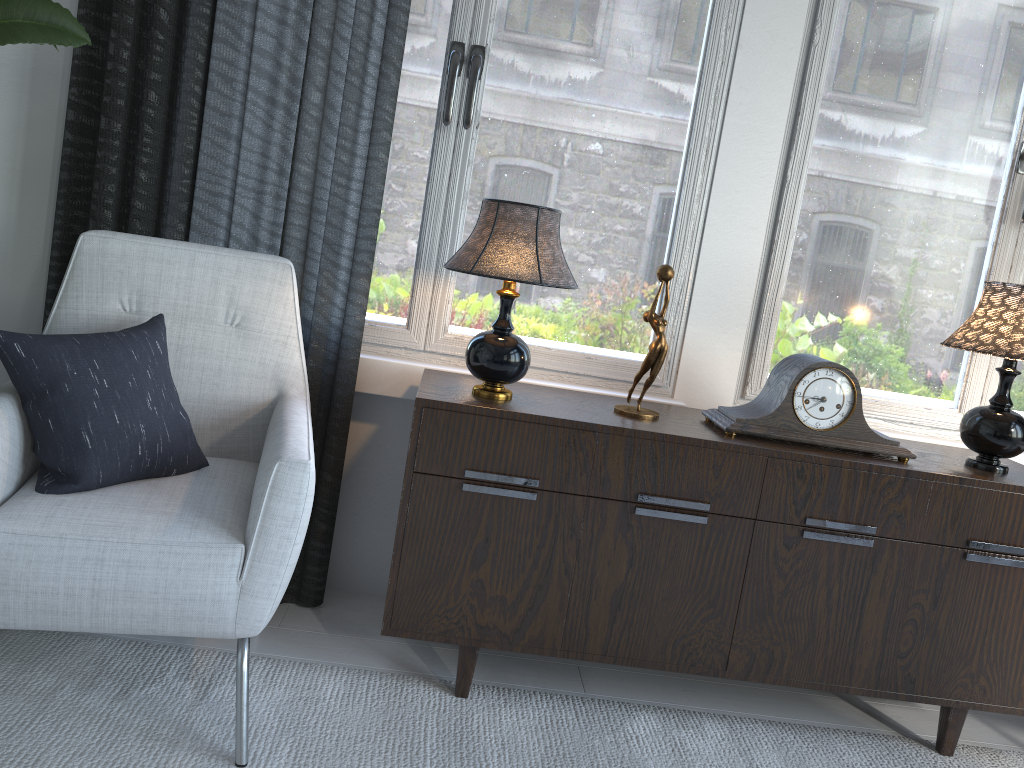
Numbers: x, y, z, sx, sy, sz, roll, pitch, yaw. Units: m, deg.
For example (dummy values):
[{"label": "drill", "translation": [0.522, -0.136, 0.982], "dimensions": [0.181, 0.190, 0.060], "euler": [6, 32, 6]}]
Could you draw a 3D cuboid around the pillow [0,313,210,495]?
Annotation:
[{"label": "pillow", "translation": [-0.746, 0.027, 1.636], "dimensions": [0.253, 0.294, 0.357], "euler": [12, 9, 22]}]

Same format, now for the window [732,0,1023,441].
[{"label": "window", "translation": [1.360, -0.980, 2.146], "dimensions": [1.267, 2.312, 0.134], "euler": [9, 7, -4]}]

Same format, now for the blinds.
[{"label": "blinds", "translation": [0.647, -0.943, 1.979], "dimensions": [3.210, 3.263, 0.190], "euler": [8, 7, -4]}]

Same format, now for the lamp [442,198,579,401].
[{"label": "lamp", "translation": [-0.011, -0.169, 1.814], "dimensions": [0.281, 0.395, 0.281], "euler": [12, 8, 21]}]

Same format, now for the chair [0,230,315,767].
[{"label": "chair", "translation": [-0.679, 0.153, 1.659], "dimensions": [0.593, 0.819, 0.616], "euler": [7, 8, -14]}]

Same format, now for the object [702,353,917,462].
[{"label": "object", "translation": [0.639, 0.033, 1.888], "dimensions": [0.406, 0.180, 0.181], "euler": [8, 8, -4]}]

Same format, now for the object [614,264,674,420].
[{"label": "object", "translation": [0.290, -0.092, 1.869], "dimensions": [0.096, 0.323, 0.097], "euler": [9, 7, -5]}]

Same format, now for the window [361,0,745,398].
[{"label": "window", "translation": [-0.039, -1.186, 2.045], "dimensions": [1.267, 2.312, 0.134], "euler": [9, 7, -4]}]

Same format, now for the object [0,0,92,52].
[{"label": "object", "translation": [-1.128, -0.281, 1.493], "dimensions": [0.941, 1.582, 0.639], "euler": [15, 9, 41]}]

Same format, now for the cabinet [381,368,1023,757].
[{"label": "cabinet", "translation": [0.448, 0.396, 1.958], "dimensions": [1.398, 0.610, 0.388], "euler": [8, 7, -4]}]

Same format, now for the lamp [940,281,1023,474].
[{"label": "lamp", "translation": [1.056, -0.011, 1.892], "dimensions": [0.281, 0.395, 0.281], "euler": [12, 8, 21]}]
